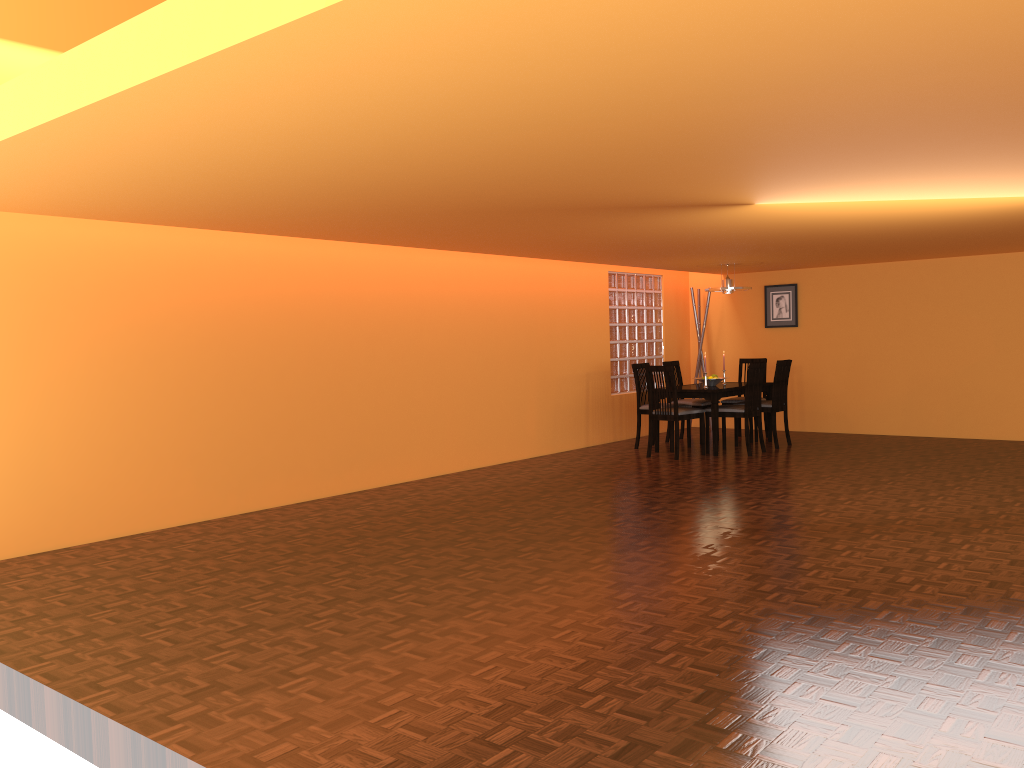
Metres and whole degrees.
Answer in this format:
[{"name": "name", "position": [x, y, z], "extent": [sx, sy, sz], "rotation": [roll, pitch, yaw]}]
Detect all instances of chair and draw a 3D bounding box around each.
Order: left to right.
[{"name": "chair", "position": [1.391, 0.207, 8.311], "extent": [0.465, 0.809, 0.373], "rotation": [1, 4, 39]}, {"name": "chair", "position": [1.407, 0.234, 7.725], "extent": [0.373, 0.809, 0.465], "rotation": [1, 4, 44]}, {"name": "chair", "position": [1.757, 0.175, 8.755], "extent": [0.465, 0.809, 0.373], "rotation": [1, 4, 39]}, {"name": "chair", "position": [1.982, 0.213, 7.822], "extent": [0.465, 0.809, 0.373], "rotation": [1, 4, 39]}, {"name": "chair", "position": [2.343, 0.153, 8.847], "extent": [0.373, 0.809, 0.465], "rotation": [0, 3, 34]}, {"name": "chair", "position": [2.348, 0.181, 8.267], "extent": [0.465, 0.809, 0.373], "rotation": [1, 4, 39]}]

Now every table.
[{"name": "table", "position": [1.892, 0.307, 8.270], "extent": [0.697, 0.584, 1.259], "rotation": [1, 4, 39]}]

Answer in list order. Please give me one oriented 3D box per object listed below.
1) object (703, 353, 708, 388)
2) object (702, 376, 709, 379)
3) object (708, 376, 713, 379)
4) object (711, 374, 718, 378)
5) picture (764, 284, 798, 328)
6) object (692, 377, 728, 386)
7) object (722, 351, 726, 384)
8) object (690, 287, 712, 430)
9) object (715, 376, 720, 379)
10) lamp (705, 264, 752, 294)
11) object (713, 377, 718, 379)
[{"name": "object", "position": [1.739, -0.130, 7.972], "extent": [0.044, 0.326, 0.044], "rotation": [0, 3, 28]}, {"name": "object", "position": [1.805, -0.032, 8.228], "extent": [0.087, 0.076, 0.089], "rotation": [-4, 4, -44]}, {"name": "object", "position": [1.823, -0.048, 8.136], "extent": [0.046, 0.046, 0.055], "rotation": [-1, 3, 22]}, {"name": "object", "position": [1.889, -0.058, 8.287], "extent": [0.069, 0.066, 0.069], "rotation": [-4, 4, -41]}, {"name": "picture", "position": [2.864, -0.829, 9.442], "extent": [0.361, 0.456, 0.014], "rotation": [1, 4, 39]}, {"name": "object", "position": [1.846, -0.019, 8.231], "extent": [0.337, 0.072, 0.337], "rotation": [-1, 3, 6]}, {"name": "object", "position": [2.018, -0.161, 8.442], "extent": [0.044, 0.326, 0.044], "rotation": [0, 3, 28]}, {"name": "object", "position": [2.093, -0.272, 9.793], "extent": [0.226, 1.589, 0.308], "rotation": [-3, 3, -28]}, {"name": "object", "position": [1.902, -0.041, 8.209], "extent": [0.055, 0.070, 0.066], "rotation": [-1, 3, 21]}, {"name": "lamp", "position": [2.057, -1.002, 8.455], "extent": [0.435, 0.274, 0.435], "rotation": [-3, 3, -28]}, {"name": "object", "position": [1.869, -0.039, 8.157], "extent": [0.055, 0.046, 0.046], "rotation": [-2, 3, 2]}]
